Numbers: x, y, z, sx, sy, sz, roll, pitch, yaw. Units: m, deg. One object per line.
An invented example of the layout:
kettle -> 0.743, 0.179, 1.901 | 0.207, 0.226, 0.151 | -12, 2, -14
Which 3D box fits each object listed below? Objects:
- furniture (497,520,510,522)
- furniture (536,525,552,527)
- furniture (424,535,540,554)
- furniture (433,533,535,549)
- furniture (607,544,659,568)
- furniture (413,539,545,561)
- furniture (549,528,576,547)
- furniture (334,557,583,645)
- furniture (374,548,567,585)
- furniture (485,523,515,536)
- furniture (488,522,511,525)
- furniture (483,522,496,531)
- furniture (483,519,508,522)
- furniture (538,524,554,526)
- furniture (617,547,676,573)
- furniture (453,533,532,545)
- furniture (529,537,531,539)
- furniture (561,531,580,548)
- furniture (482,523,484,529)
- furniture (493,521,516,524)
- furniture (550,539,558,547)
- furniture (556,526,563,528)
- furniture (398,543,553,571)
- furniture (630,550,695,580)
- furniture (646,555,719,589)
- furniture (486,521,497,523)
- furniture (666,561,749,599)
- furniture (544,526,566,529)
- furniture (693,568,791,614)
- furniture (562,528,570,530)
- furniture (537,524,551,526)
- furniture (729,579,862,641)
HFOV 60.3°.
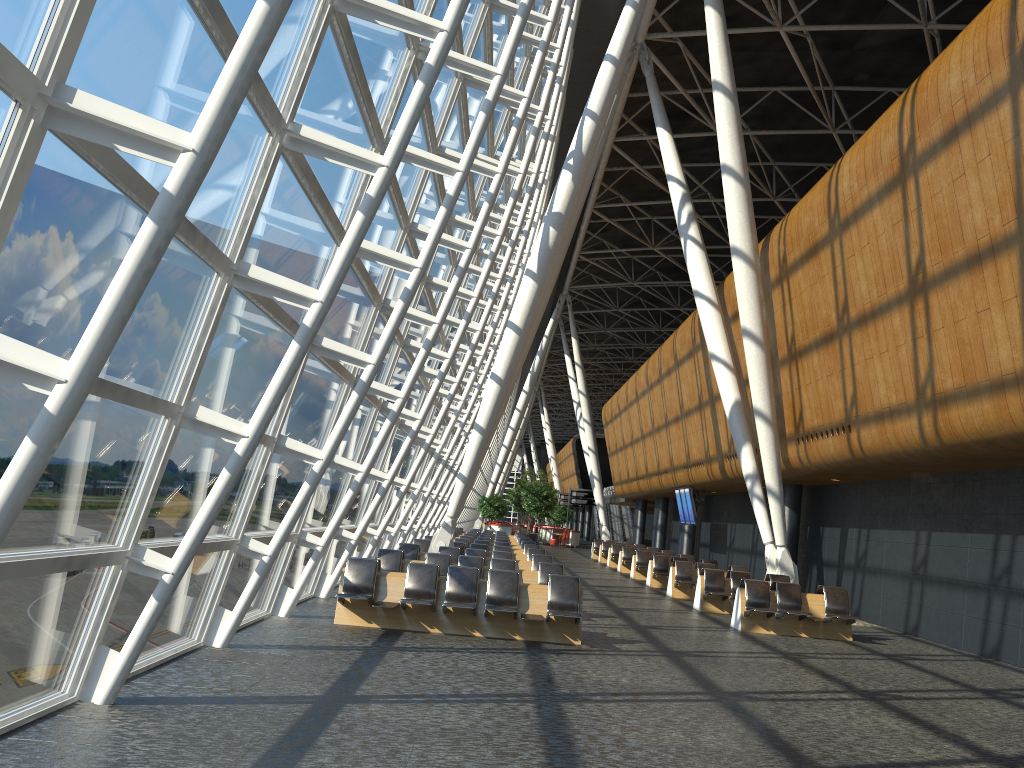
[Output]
furniture -> -1.863, 15.764, 99.208 | 3.251, 0.864, 1.674 | 5, -7, 0
furniture -> 2.526, 11.265, 66.848 | 0.887, 1.002, 2.854 | 1, -9, 42
furniture -> -0.844, 4.673, 23.903 | 3.251, 0.864, 1.674 | 5, -7, 0
furniture -> -0.884, 5.114, 26.900 | 3.251, 0.864, 1.674 | 5, -7, 0
furniture -> 4.583, 6.521, 33.185 | 1.896, 0.864, 1.674 | 5, -7, 0
furniture -> -0.803, 4.232, 20.905 | 3.251, 0.864, 1.674 | 5, -7, 0
furniture -> 3.012, 9.647, 55.659 | 0.894, 1.001, 2.833 | 8, -8, -32
furniture -> -0.681, 2.907, 11.913 | 3.251, 0.864, 1.674 | 5, -7, 0
furniture -> -0.722, 3.349, 14.910 | 3.251, 0.864, 1.674 | 5, -7, 0
furniture -> -0.701, 8.785, 52.026 | 0.894, 1.001, 2.833 | 8, -8, -32
furniture -> -0.802, 9.888, 59.515 | 0.894, 1.001, 2.833 | 8, -8, -32
furniture -> -1.252, 9.169, 54.932 | 0.887, 1.001, 2.858 | 4, -8, 12
furniture -> -1.822, 15.323, 96.211 | 3.251, 0.864, 1.674 | 5, -7, 0
furniture -> 3.726, 15.847, 96.501 | 1.896, 0.864, 1.674 | 5, -7, 0
furniture -> 4.624, 6.080, 30.187 | 1.896, 0.864, 1.674 | 5, -7, 0
furniture -> -0.925, 5.556, 29.897 | 3.251, 0.864, 1.674 | 5, -7, 0
furniture -> 0.842, 8.976, 50.552 | 0.442, 0.457, 0.447 | 0, -7, 42
furniture -> 3.563, 9.263, 52.754 | 0.887, 1.001, 2.858 | 4, -8, 12
furniture -> -1.538, 12.232, 75.229 | 3.251, 0.864, 1.674 | 5, -7, 0
furniture -> -0.566, 11.635, 71.145 | 0.887, 1.002, 2.854 | 1, -9, 42
furniture -> 2.403, 9.178, 51.001 | 0.442, 0.457, 0.447 | 4, -5, 12
furniture -> 3.497, 11.763, 69.635 | 0.889, 1.000, 2.852 | 5, -8, -2
furniture -> -0.762, 3.790, 17.908 | 3.251, 0.864, 1.674 | 5, -7, 0
furniture -> 4.664, 5.638, 27.190 | 1.896, 0.864, 1.674 | 5, -7, 0
furniture -> 4.705, 5.197, 24.192 | 1.896, 0.864, 1.674 | 5, -7, 0
furniture -> -1.353, 10.272, 62.421 | 0.887, 1.001, 2.858 | 4, -8, 12
furniture -> 4.745, 4.755, 21.195 | 1.896, 0.864, 1.674 | 5, -7, 0
furniture -> 2.911, 10.750, 63.148 | 0.894, 1.001, 2.833 | 8, -8, -32
furniture -> 4.786, 4.314, 18.197 | 1.896, 0.864, 1.674 | 5, -7, 0
furniture -> 3.462, 10.366, 60.243 | 0.887, 1.001, 2.858 | 4, -8, 12
furniture -> 3.685, 16.288, 99.498 | 1.896, 0.864, 1.674 | 5, -7, 0
furniture -> 4.827, 3.872, 15.200 | 1.896, 0.864, 1.674 | 5, -7, 0
